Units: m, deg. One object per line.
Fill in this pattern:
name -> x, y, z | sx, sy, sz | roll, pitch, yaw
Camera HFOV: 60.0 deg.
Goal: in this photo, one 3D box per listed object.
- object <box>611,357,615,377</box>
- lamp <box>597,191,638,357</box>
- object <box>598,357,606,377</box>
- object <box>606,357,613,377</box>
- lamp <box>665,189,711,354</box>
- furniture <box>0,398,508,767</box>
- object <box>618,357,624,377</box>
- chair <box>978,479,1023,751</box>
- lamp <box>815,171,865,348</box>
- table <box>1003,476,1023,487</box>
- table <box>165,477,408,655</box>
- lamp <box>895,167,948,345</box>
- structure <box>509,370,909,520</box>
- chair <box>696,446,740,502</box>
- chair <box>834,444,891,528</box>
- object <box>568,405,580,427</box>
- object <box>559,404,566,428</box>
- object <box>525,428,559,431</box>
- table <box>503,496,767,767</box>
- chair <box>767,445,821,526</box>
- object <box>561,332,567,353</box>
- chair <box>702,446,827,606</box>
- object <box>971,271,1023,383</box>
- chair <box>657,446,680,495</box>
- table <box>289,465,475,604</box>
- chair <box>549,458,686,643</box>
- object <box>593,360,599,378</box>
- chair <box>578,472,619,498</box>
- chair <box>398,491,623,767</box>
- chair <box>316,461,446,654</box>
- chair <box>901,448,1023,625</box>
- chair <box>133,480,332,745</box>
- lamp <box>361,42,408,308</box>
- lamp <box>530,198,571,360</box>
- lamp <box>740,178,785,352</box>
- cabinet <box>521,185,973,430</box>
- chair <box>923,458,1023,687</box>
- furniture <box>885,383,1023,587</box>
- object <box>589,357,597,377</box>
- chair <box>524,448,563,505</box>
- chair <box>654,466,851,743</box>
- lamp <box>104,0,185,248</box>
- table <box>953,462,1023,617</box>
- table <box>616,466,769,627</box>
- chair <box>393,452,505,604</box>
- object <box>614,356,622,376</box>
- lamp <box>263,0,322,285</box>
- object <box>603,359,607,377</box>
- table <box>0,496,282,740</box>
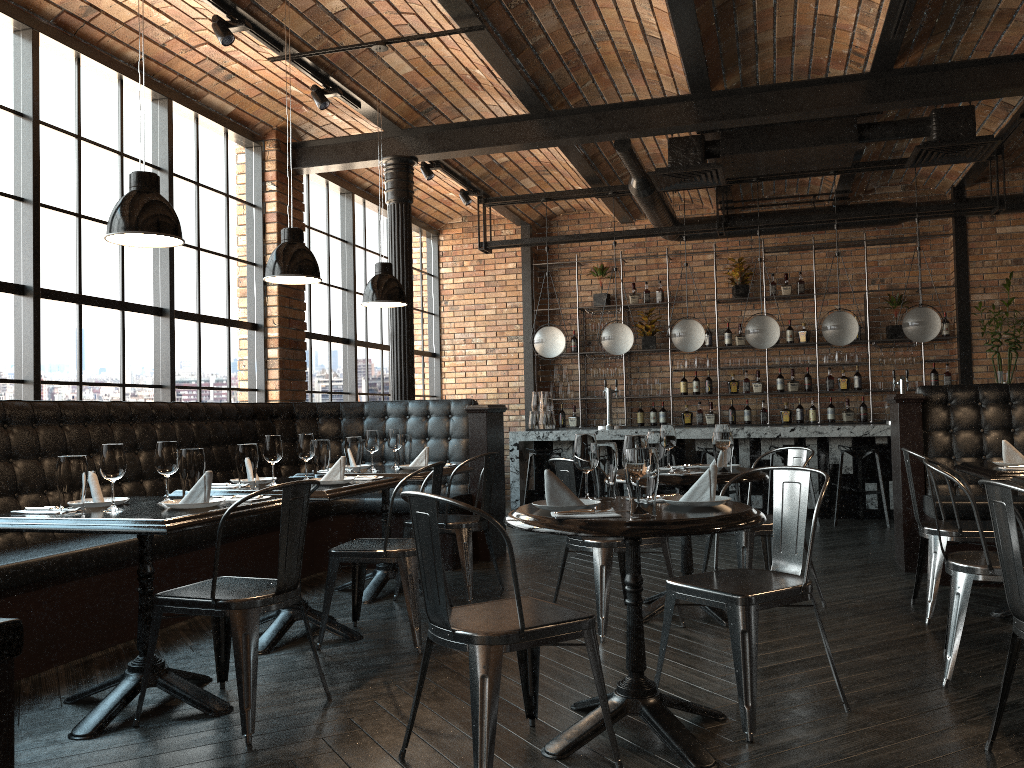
object -> 1.263, -0.211, 11.200 | 0.092, 0.244, 0.092 | -2, -2, 22
lamp -> 1.090, -1.156, 9.330 | 0.340, 1.754, 0.340 | 0, -2, -28
object -> 1.121, -0.213, 11.070 | 0.092, 0.244, 0.092 | -2, -2, 22
object -> 1.216, -0.216, 11.042 | 0.092, 0.244, 0.092 | -2, -2, 22
lamp -> 1.793, -1.179, 9.124 | 0.340, 1.754, 0.340 | 0, -2, -28
furniture -> -1.740, 0.671, 4.633 | 1.979, 1.212, 5.451 | -2, -2, 16
object -> 1.362, -0.215, 11.171 | 0.092, 0.244, 0.092 | -2, -2, 22
chair -> 1.668, 0.697, 2.506 | 0.558, 0.857, 0.504 | -2, -2, 6
lamp -> 3.198, -1.226, 8.711 | 0.340, 1.754, 0.340 | 0, -2, -28
table -> 2.470, 0.759, 3.373 | 0.872, 0.758, 0.872 | -2, -2, 16
table -> -1.090, 0.877, 4.434 | 0.872, 0.758, 0.872 | -2, -2, 16
lamp -> 3.901, -1.249, 8.505 | 0.340, 1.754, 0.340 | 0, -2, -28
structure -> 2.812, 0.624, 9.415 | 5.346, 1.430, 1.930 | -2, -2, 16
chair -> 1.988, 0.957, 8.492 | 0.475, 0.737, 0.414 | -2, -2, 26
chair -> 3.197, 0.917, 8.137 | 0.475, 0.737, 0.414 | -2, -2, 21
object -> 0.791, 0.409, 11.230 | 0.123, 0.279, 0.123 | -2, -2, 30
object -> 0.637, 0.404, 11.264 | 0.086, 0.297, 0.086 | 0, -3, -40
object -> 0.331, 0.493, 9.599 | 0.273, 0.019, 0.437 | -2, -2, 16
table -> 0.412, 0.792, 2.974 | 0.866, 0.758, 0.866 | -1, -2, -20
chair -> 2.603, 0.937, 8.311 | 0.475, 0.737, 0.414 | -2, -2, 11
object -> 0.640, -0.520, 11.301 | 0.123, 0.279, 0.123 | -1, -2, 5
chair -> 1.394, 0.789, 4.980 | 0.558, 0.857, 0.504 | -1, -2, -19
object -> 5.222, -0.392, 9.385 | 0.673, 1.546, 0.584 | 0, -2, -35
chair -> 1.431, 0.975, 8.655 | 0.475, 0.737, 0.414 | -2, -2, 11
table -> -0.778, 0.906, 5.492 | 0.872, 0.758, 0.872 | -2, -2, 16
chair -> 0.496, 0.792, 4.489 | 0.558, 0.857, 0.504 | 0, -2, -29
object -> 1.062, -0.205, 11.259 | 0.092, 0.244, 0.092 | -2, -2, 22
chair -> 0.891, 0.993, 8.814 | 0.475, 0.737, 0.414 | -2, -2, 21
chair -> -0.036, 0.743, 2.733 | 0.558, 0.857, 0.504 | 0, -2, -34
chair -> -0.603, 0.811, 4.322 | 0.558, 0.857, 0.504 | -2, -2, 11
chair -> 2.316, 0.752, 4.537 | 0.558, 0.857, 0.504 | -2, -2, 16
chair -> -1.009, 0.784, 3.276 | 0.558, 0.857, 0.504 | -2, -2, 21
lamp -> -0.816, -1.320, 5.575 | 0.291, 1.653, 0.291 | 0, -2, -29
lamp -> 0.387, -1.133, 9.537 | 0.340, 1.754, 0.340 | 0, -2, -28
lamp -> 2.496, -1.202, 8.918 | 0.340, 1.754, 0.340 | 0, -2, -28
cabinet -> 1.800, -0.413, 10.930 | 7.075, 3.779, 0.564 | -2, -2, 16
chair -> 1.954, 0.725, 3.517 | 0.558, 0.857, 0.504 | -2, -2, 26
furniture -> 2.798, 0.522, 3.296 | 1.979, 1.212, 5.451 | -2, -2, 16
object -> 1.016, -0.209, 11.101 | 0.092, 0.244, 0.092 | -2, -2, 22
chair -> 0.344, 1.011, 8.975 | 0.475, 0.737, 0.414 | -2, -2, 6
chair -> 0.856, 0.740, 3.222 | 0.558, 0.857, 0.504 | 0, -2, -34
lamp -> -1.439, -1.378, 3.461 | 0.291, 1.653, 0.291 | -1, -2, -9
table -> 2.781, 0.788, 4.431 | 0.872, 0.758, 0.872 | -2, -2, 16
table -> 0.931, 0.841, 4.734 | 0.866, 0.758, 0.866 | -1, -2, -20
chair -> -0.364, 0.841, 5.338 | 0.558, 0.857, 0.504 | -2, -2, 21
object -> 1.316, -0.219, 11.012 | 0.092, 0.244, 0.092 | -2, -2, 22
lamp -> -1.128, -1.349, 4.518 | 0.291, 1.653, 0.291 | -3, -3, 41
object -> 1.168, -0.208, 11.228 | 0.092, 0.244, 0.092 | -2, -2, 22
table -> -1.398, 0.847, 3.388 | 0.872, 0.758, 0.872 | -2, -2, 16
